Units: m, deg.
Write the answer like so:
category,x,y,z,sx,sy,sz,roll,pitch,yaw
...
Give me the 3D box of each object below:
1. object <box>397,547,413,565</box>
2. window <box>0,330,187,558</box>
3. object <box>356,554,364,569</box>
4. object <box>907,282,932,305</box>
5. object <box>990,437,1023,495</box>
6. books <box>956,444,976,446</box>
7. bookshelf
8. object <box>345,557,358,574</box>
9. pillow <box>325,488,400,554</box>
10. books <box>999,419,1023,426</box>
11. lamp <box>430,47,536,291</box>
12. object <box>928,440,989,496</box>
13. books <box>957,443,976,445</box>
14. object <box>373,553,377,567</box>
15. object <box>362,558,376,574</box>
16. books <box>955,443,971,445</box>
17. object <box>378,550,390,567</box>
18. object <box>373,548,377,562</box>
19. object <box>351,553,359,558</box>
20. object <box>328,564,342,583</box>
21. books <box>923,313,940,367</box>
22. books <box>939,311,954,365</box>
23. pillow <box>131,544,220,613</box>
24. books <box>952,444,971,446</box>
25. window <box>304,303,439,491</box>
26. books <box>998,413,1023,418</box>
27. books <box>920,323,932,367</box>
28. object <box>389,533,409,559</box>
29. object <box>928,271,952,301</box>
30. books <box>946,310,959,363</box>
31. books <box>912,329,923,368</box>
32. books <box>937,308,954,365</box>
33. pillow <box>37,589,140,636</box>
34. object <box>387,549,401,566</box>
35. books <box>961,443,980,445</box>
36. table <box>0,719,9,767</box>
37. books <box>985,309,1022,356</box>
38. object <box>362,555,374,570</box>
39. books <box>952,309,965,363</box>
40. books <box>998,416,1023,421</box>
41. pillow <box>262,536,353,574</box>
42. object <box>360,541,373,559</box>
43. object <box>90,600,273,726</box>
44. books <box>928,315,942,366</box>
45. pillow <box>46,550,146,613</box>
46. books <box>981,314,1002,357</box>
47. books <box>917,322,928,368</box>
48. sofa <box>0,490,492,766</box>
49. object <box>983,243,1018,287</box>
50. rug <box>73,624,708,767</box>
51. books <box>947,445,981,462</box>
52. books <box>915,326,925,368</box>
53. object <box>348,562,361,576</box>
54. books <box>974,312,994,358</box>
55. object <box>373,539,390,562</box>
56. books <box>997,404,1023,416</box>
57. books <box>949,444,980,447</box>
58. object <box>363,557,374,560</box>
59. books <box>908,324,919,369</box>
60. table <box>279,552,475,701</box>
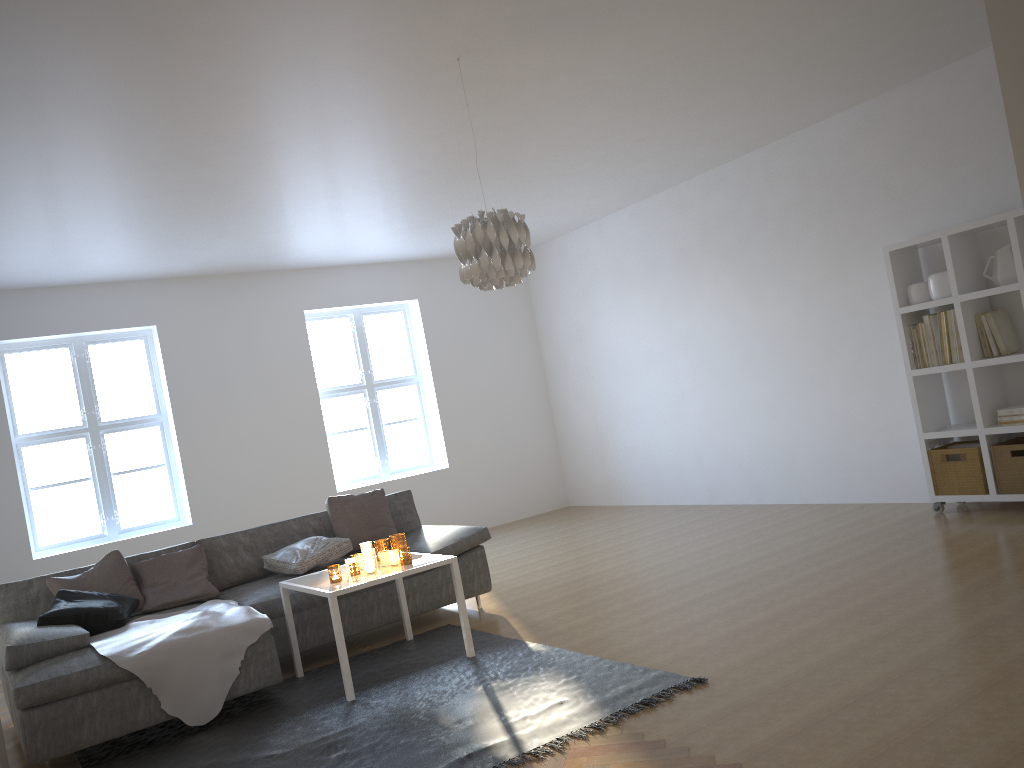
category,x,y,z,sx,sy,sz,roll,pitch,yaw
object,-0.532,0.860,4.429,0.060,0.079,0.060,-10,-1,-43
window,-3.470,0.456,7.348,1.199,1.709,0.077,-10,-1,-33
object,-0.765,0.909,4.547,0.060,0.073,0.060,-10,-1,-9
object,2.626,-0.582,5.713,0.141,0.137,0.141,-10,-1,-31
object,3.134,0.480,5.310,0.323,0.298,0.324,-10,-1,-33
books,2.942,0.529,5.701,0.048,0.277,0.224,-10,-1,-33
bookshelf,3.021,-0.119,5.313,0.330,1.756,1.241,-10,-1,-33
object,-0.804,0.914,4.453,0.060,0.073,0.060,-10,-1,-9
pillow,-0.968,0.888,5.757,0.426,0.390,0.242,-10,-1,-33
books,3.090,0.210,5.339,0.255,0.028,0.188,-10,-2,-33
lamp,-0.149,-0.966,4.039,0.355,1.065,0.354,-11,-1,9
object,2.916,0.530,5.648,0.323,0.298,0.324,-10,-1,-33
books,2.978,0.523,5.725,0.048,0.277,0.224,-10,-1,-33
object,-0.719,0.900,4.500,0.060,0.073,0.060,-11,-1,12
object,-0.699,0.892,4.356,0.060,0.073,0.060,-11,-1,36
books,2.990,0.521,5.733,0.048,0.277,0.224,-10,-1,-33
object,-0.644,0.886,4.501,0.060,0.073,0.060,-10,-1,-44
object,-0.746,0.909,4.676,0.060,0.073,0.060,-11,-1,18
object,-0.817,0.924,4.631,0.054,0.068,0.047,-11,-1,17
object,-0.857,0.917,4.288,0.060,0.079,0.060,-10,-1,-39
books,2.753,-0.291,5.691,0.252,0.332,0.036,-10,-1,-33
books,2.795,-0.303,5.591,0.252,0.334,0.065,-10,-1,-33
pillow,-1.919,1.112,5.048,0.414,0.311,0.337,-10,-1,-28
books,2.954,0.527,5.708,0.048,0.277,0.224,-10,-1,-33
window,-1.407,0.105,8.728,1.199,1.709,0.077,-10,-1,-33
books,3.086,0.170,5.338,0.248,0.013,0.189,-10,-2,-33
books,2.728,-0.262,5.703,0.252,0.281,0.020,-10,-1,-33
object,-0.574,0.840,4.533,0.090,0.140,0.086,-11,-1,27
object,2.762,-0.627,5.599,0.286,0.169,0.174,-10,-1,-26
books,2.832,-0.310,5.568,0.252,0.334,0.059,-10,-1,-33
books,2.703,-0.244,5.768,0.252,0.257,0.019,-10,-1,-33
books,2.792,-0.306,5.628,0.252,0.341,0.055,-10,-1,-33
pillow,-2.155,1.162,4.534,0.401,0.248,0.421,-10,-1,-13
object,-0.592,0.875,4.464,0.060,0.073,0.060,-10,-1,-44
books,2.966,0.525,5.717,0.048,0.277,0.224,-10,-1,-33
table,-2.549,1.568,3.988,0.422,0.412,0.437,-10,-1,-33
books,2.998,-0.317,5.409,0.186,0.276,0.089,-10,-1,-34
object,-0.713,0.896,4.421,0.060,0.073,0.060,-11,-1,36
books,2.857,-0.315,5.529,0.252,0.335,0.069,-10,-1,-33
books,3.085,0.186,5.339,0.256,0.020,0.188,-10,-2,-28
pillow,-1.221,1.034,5.329,0.406,0.194,0.404,-12,-2,43
object,-0.718,0.822,4.388,0.060,0.073,0.060,-10,-1,-18
object,-1.602,1.352,4.273,0.811,0.437,0.727,-10,-1,-35
books,2.769,-0.290,5.667,0.252,0.319,0.020,-10,-1,-33
pillow,-2.280,1.145,4.877,0.324,0.403,0.429,-11,-1,44
books,2.974,-0.306,5.438,0.186,0.265,0.061,-10,-1,-33
books,2.729,-0.265,5.733,0.252,0.288,0.027,-10,-1,-33
sofa,-1.359,1.215,4.973,2.628,0.772,1.557,-10,-1,-33
object,2.950,-0.707,5.351,0.166,0.251,0.165,-11,-1,12
rug,-0.619,1.401,3.724,2.012,0.055,2.114,-10,-2,-34
books,2.917,0.533,5.684,0.048,0.277,0.224,-10,-1,-33
books,2.724,-0.256,5.758,0.252,0.275,0.022,-10,-1,-33
object,-0.778,0.915,4.380,0.052,0.058,0.050,-11,-1,26
books,2.950,-0.306,5.468,0.186,0.277,0.052,-10,-1,-33
object,-0.687,0.883,4.715,0.080,0.104,0.080,-10,-1,-43
books,3.078,0.147,5.339,0.255,0.032,0.188,-10,-2,-33
books,2.930,0.531,5.692,0.048,0.277,0.224,-10,-1,-33
object,-0.700,0.890,4.356,0.056,0.066,0.056,-11,-1,18
books,2.691,-0.257,5.788,0.252,0.288,0.020,-10,-1,-33
table,-0.696,1.189,4.491,0.674,0.504,0.716,-10,-1,-33
